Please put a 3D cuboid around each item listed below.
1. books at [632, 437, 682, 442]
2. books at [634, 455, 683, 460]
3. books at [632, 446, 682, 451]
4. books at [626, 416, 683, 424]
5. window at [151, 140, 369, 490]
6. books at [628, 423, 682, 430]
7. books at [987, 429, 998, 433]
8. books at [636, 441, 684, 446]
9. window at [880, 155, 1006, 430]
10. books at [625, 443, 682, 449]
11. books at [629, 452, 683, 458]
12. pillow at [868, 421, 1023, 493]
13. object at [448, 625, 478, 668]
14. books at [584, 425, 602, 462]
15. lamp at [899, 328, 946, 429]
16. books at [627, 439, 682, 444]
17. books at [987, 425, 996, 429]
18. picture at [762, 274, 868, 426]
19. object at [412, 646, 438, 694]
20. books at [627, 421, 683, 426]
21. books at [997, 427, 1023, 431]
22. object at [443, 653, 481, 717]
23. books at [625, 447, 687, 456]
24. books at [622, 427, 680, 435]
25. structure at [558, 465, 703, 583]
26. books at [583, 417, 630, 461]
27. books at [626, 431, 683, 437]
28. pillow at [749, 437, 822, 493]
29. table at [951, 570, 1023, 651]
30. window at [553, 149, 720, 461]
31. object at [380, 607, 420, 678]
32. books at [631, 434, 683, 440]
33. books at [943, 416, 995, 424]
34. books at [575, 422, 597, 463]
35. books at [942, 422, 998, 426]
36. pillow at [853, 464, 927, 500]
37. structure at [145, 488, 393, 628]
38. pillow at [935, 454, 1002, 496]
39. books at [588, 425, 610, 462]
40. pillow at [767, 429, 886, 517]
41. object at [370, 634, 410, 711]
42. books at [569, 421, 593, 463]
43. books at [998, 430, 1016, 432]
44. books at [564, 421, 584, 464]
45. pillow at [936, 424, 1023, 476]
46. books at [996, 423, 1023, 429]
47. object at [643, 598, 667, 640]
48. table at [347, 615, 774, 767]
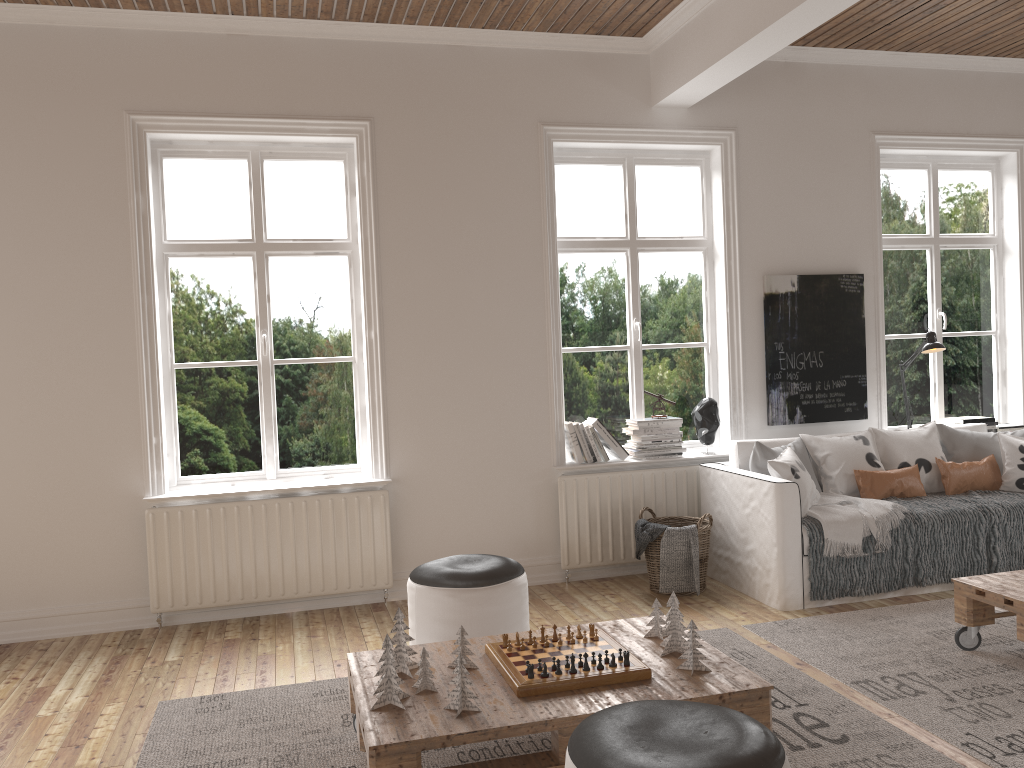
[{"bbox_3d":[0.857,0.325,5.279,0.254,0.012,0.161,-3,2,-15],"label":"books"},{"bbox_3d":[0.866,0.428,5.284,0.254,0.012,0.161,-3,2,-15],"label":"books"},{"bbox_3d":[0.862,0.377,5.288,0.254,0.013,0.161,-3,2,-15],"label":"books"},{"bbox_3d":[0.842,0.214,5.266,0.288,0.016,0.182,-3,2,-15],"label":"books"},{"bbox_3d":[-1.347,-0.369,4.802,1.055,1.872,0.120,-3,2,-15],"label":"window"},{"bbox_3d":[0.848,0.248,5.280,0.273,0.021,0.174,-3,2,-15],"label":"books"},{"bbox_3d":[3.014,0.311,5.837,0.258,0.032,0.191,-3,2,-13],"label":"books"},{"bbox_3d":[0.869,0.349,5.280,0.256,0.013,0.161,-3,2,-15],"label":"books"},{"bbox_3d":[2.842,-0.579,5.902,1.055,1.872,0.120,-3,2,-15],"label":"window"},{"bbox_3d":[0.841,0.364,5.298,0.288,0.016,0.182,-3,2,-15],"label":"books"},{"bbox_3d":[0.851,0.416,5.276,0.285,0.012,0.159,-3,2,-15],"label":"books"},{"bbox_3d":[2.601,0.444,5.057,1.081,0.450,0.403,-2,2,9],"label":"pillow"},{"bbox_3d":[-0.163,0.851,2.878,0.077,0.141,0.082,-4,2,-33],"label":"object"},{"bbox_3d":[0.447,0.344,5.182,0.101,0.218,0.161,-3,2,-15],"label":"books"},{"bbox_3d":[2.584,0.001,5.608,0.196,0.703,0.439,-3,2,-15],"label":"lamp"},{"bbox_3d":[0.845,0.338,5.282,0.285,0.012,0.159,-3,2,-15],"label":"books"},{"bbox_3d":[3.006,0.285,5.827,0.242,0.023,0.191,-3,2,-17],"label":"books"},{"bbox_3d":[1.872,-0.216,5.461,0.680,0.908,0.041,-3,2,-15],"label":"picture"},{"bbox_3d":[-0.269,0.866,2.705,0.072,0.132,0.076,-3,2,-14],"label":"object"},{"bbox_3d":[0.845,0.229,5.279,0.288,0.016,0.182,-3,2,-15],"label":"books"},{"bbox_3d":[3.274,0.294,5.902,0.248,0.014,0.187,-3,2,-17],"label":"books"},{"bbox_3d":[-0.145,0.849,2.532,0.085,0.166,0.085,-3,2,-29],"label":"object"},{"bbox_3d":[0.851,0.396,5.286,0.331,0.025,0.176,-3,2,-15],"label":"books"},{"bbox_3d":[0.825,0.272,5.291,0.296,0.028,0.180,-3,2,-15],"label":"books"},{"bbox_3d":[0.858,0.898,5.190,1.223,0.829,0.095,-3,2,-15],"label":"structure"},{"bbox_3d":[0.550,0.320,5.207,0.226,0.255,0.176,-3,2,-15],"label":"books"},{"bbox_3d":[0.848,0.293,5.299,0.288,0.016,0.182,-3,2,-15],"label":"books"},{"bbox_3d":[1.485,0.504,4.878,0.541,0.431,0.282,-4,2,-41],"label":"pillow"},{"bbox_3d":[2.510,0.941,3.487,1.189,0.300,0.821,-3,2,-15],"label":"table"},{"bbox_3d":[0.748,-0.474,5.352,1.055,1.872,0.120,-3,2,-15],"label":"window"},{"bbox_3d":[-0.361,0.824,2.863,0.108,0.213,0.109,-2,2,10],"label":"object"},{"bbox_3d":[0.861,0.309,5.288,0.263,0.017,0.167,-3,2,-15],"label":"books"},{"bbox_3d":[3.002,0.236,5.831,0.239,0.028,0.190,-3,2,-13],"label":"books"},{"bbox_3d":[0.419,0.338,5.170,0.104,0.232,0.152,-3,2,-15],"label":"books"},{"bbox_3d":[3.011,0.261,5.837,0.258,0.023,0.212,-3,2,-15],"label":"books"},{"bbox_3d":[2.092,0.567,4.893,0.414,0.220,0.116,-3,2,-14],"label":"pillow"},{"bbox_3d":[-1.241,1.003,4.639,1.223,0.829,0.095,-3,2,-15],"label":"structure"},{"bbox_3d":[2.586,0.518,4.997,0.414,0.235,0.117,-3,2,-15],"label":"pillow"},{"bbox_3d":[0.486,0.345,5.187,0.118,0.213,0.161,-3,2,-15],"label":"books"},{"bbox_3d":[1.691,0.497,4.845,1.020,0.414,0.417,-4,2,-33],"label":"pillow"},{"bbox_3d":[-0.362,0.835,2.603,0.106,0.208,0.107,-2,2,1],"label":"object"},{"bbox_3d":[0.389,0.338,5.160,0.112,0.235,0.172,-3,2,-15],"label":"books"},{"bbox_3d":[3.279,0.308,5.902,0.253,0.014,0.187,-3,2,-15],"label":"books"},{"bbox_3d":[0.344,0.338,5.159,0.093,0.239,0.172,-3,2,-15],"label":"books"},{"bbox_3d":[2.762,0.444,5.178,0.546,0.437,0.292,-2,2,19],"label":"pillow"},{"bbox_3d":[3.274,0.281,5.908,0.251,0.012,0.202,-3,2,-13],"label":"books"},{"bbox_3d":[0.510,0.818,3.115,0.079,0.137,0.075,-1,2,34],"label":"object"},{"bbox_3d":[0.108,1.062,2.844,1.189,0.300,0.821,-3,2,-15],"label":"table"}]
